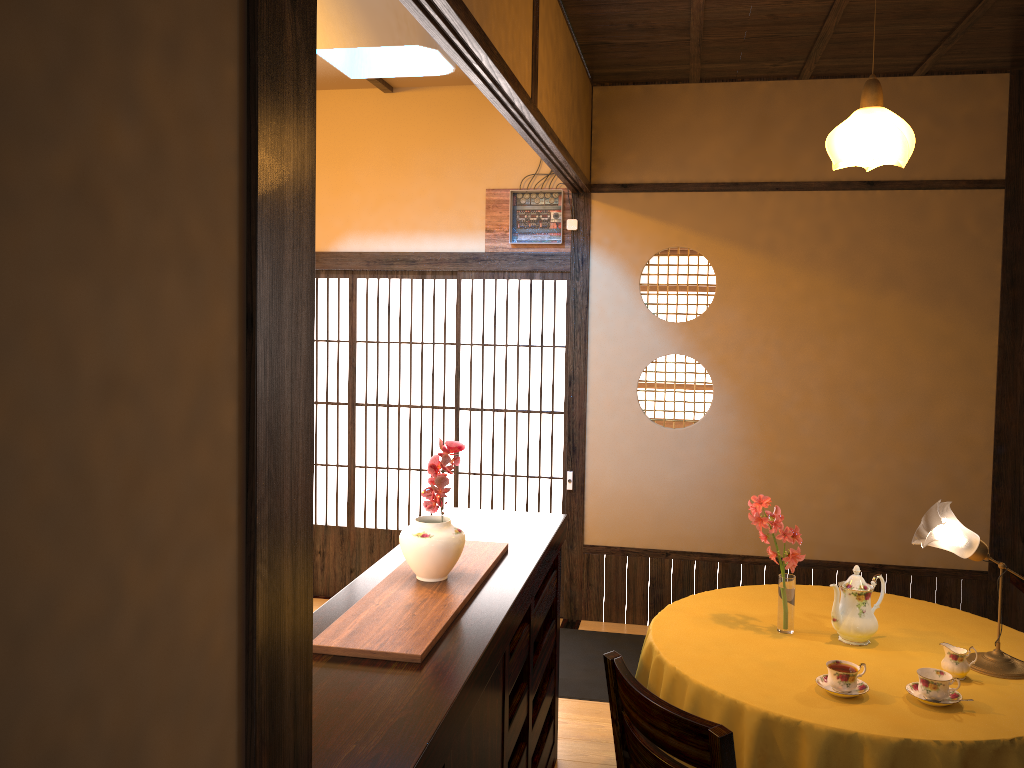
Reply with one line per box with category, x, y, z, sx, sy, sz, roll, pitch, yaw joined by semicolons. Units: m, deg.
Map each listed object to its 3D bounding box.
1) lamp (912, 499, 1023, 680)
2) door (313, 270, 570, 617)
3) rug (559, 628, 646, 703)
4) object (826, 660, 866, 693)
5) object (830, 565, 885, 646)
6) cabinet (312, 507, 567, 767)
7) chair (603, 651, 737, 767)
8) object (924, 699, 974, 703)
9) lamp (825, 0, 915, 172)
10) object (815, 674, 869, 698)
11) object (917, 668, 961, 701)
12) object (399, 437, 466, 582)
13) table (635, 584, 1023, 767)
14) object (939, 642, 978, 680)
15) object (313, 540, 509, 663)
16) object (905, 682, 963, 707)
lamp;1.494;0.961;2.726;0.512;1.201;0.198;2;3;11
door;-0.974;0.312;5.377;2.648;1.997;0.066;2;3;11
rug;0.971;1.425;4.370;2.955;0.005;0.903;2;5;11
object;0.940;0.830;2.510;0.099;0.076;0.090;4;5;35
object;1.136;0.720;2.919;0.163;0.252;0.154;2;4;24
cabinet;-0.243;1.067;2.472;0.489;0.969;2.189;2;4;11
chair;0.533;1.123;2.013;0.577;0.959;0.491;0;3;-24
object;1.192;0.865;2.419;0.126;0.019;0.029;2;4;14
lamp;1.145;-1.095;2.806;0.249;0.809;0.277;3;4;33
object;0.936;0.862;2.514;0.144;0.024;0.144;-1;5;-29
object;1.175;0.838;2.462;0.090;0.076;0.099;1;4;-4
object;-0.204;0.362;2.598;0.189;0.377;0.321;2;4;20
table;1.104;1.195;2.897;1.444;0.694;1.445;2;4;11
object;1.323;0.823;2.639;0.083;0.098;0.078;0;4;-20
object;-0.238;0.570;2.480;0.267;0.020;0.999;2;5;11
object;1.174;0.870;2.468;0.144;0.024;0.144;-1;5;-29
